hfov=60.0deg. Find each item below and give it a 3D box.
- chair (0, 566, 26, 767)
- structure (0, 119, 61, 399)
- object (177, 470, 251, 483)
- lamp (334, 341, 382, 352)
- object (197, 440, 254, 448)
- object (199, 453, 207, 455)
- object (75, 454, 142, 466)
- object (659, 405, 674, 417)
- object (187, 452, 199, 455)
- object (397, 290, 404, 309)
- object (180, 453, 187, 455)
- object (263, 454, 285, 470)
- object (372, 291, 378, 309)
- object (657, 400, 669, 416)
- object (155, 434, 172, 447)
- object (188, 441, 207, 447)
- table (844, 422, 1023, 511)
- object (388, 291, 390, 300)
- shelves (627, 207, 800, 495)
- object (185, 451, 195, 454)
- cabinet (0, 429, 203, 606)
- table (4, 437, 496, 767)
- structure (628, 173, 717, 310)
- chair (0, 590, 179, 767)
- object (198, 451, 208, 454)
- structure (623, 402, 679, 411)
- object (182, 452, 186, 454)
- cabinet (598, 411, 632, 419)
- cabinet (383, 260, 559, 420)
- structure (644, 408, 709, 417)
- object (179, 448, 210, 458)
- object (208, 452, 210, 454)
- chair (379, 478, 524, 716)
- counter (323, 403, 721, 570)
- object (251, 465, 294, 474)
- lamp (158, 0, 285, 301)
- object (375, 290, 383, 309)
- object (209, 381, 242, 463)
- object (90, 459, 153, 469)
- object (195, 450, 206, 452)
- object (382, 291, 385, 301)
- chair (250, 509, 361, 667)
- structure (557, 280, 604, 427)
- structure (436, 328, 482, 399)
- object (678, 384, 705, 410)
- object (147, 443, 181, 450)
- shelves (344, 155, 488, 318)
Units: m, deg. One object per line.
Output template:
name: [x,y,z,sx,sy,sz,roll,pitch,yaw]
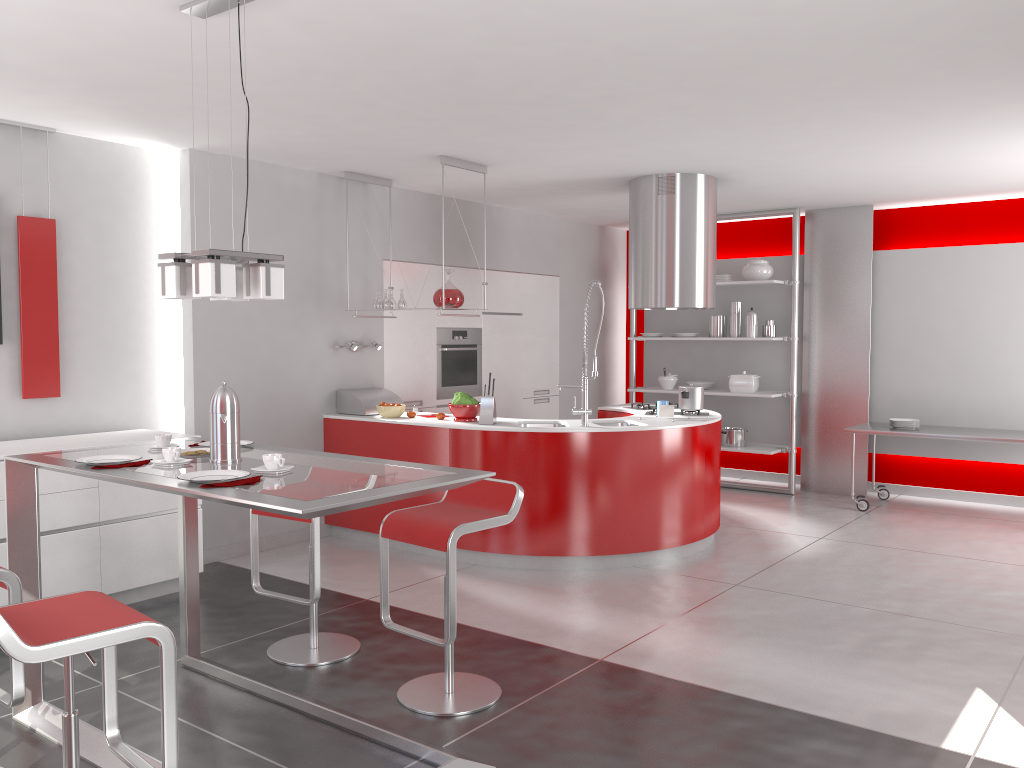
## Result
chair: [-1.811,0.871,2.733,0.418,0.857,0.460,3,4,40]
structure: [-2.810,-0.659,4.678,0.040,1.503,0.820,2,4,37]
object: [-0.925,0.290,2.756,0.217,0.015,0.217,-2,4,-29]
lamp: [-1.111,-0.276,6.540,0.155,0.081,0.454,2,4,37]
object: [-1.153,0.246,3.573,0.217,0.015,0.217,-1,3,-16]
object: [-1.143,0.262,3.295,0.036,0.006,0.034,-2,4,-31]
object: [-1.419,0.270,3.124,0.217,0.015,0.217,1,3,13]
object: [1.043,0.181,6.002,0.100,0.080,0.109,0,3,7]
object: [-1.179,0.257,3.277,0.036,0.006,0.034,-3,4,-41]
object: [-0.788,-0.596,6.319,0.060,0.141,0.060,2,4,37]
object: [-1.218,0.262,3.296,0.036,0.006,0.034,1,3,16]
object: [-0.785,0.258,2.913,0.062,0.049,0.078,-2,4,-30]
object: [-0.973,-0.598,6.361,0.060,0.141,0.060,2,4,37]
object: [1.043,0.165,6.132,0.080,0.100,0.109,1,3,10]
object: [-1.385,0.226,3.513,0.078,0.049,0.062,2,4,37]
object: [-1.258,0.243,3.661,0.095,0.012,0.234,2,4,37]
table: [3.605,0.719,7.152,1.627,0.682,0.749,2,4,38]
object: [-0.881,-0.598,6.359,0.060,0.141,0.060,2,4,37]
shelves: [1.892,-0.314,8.523,1.735,2.599,0.535,2,4,37]
object: [-1.201,0.255,3.312,0.034,0.006,0.036,-1,3,-16]
cabinet: [-2.560,0.762,4.542,0.610,0.880,1.802,2,4,37]
table: [-0.971,0.778,3.129,1.700,1.000,0.800,2,4,37]
structure: [1.200,-1.037,6.634,0.644,0.958,0.644,0,3,4]
chair: [-1.141,0.897,2.249,0.418,0.857,0.460,3,4,45]
object: [-1.154,0.256,3.310,0.034,0.006,0.036,-2,4,-29]
structure: [1.138,0.172,6.955,0.457,0.037,0.303,-1,3,-23]
object: [-1.217,0.260,3.338,0.036,0.006,0.034,1,3,21]
cabinet: [0.003,0.624,6.493,1.875,0.761,1.025,0,3,-7]
cabinet: [-0.501,0.002,7.987,0.614,2.026,2.398,2,4,37]
structure: [1.196,0.201,6.425,0.457,0.037,0.303,1,3,12]
object: [-1.187,0.260,3.313,0.217,0.015,0.217,-1,3,-15]
object: [-1.147,0.260,3.340,0.036,0.006,0.034,2,4,37]
chair: [-0.239,0.825,3.577,0.418,0.857,0.460,3,4,42]
counter: [0.192,0.667,6.298,2.865,0.880,1.868,-1,3,-19]
object: [-0.789,0.282,2.921,0.119,0.016,0.119,1,3,17]
lamp: [-1.014,-0.809,3.077,0.304,1.025,0.304,2,4,37]
object: [-0.937,-0.593,6.272,0.060,0.141,0.060,1,3,14]
object: [-1.036,0.131,3.175,0.113,0.287,0.149,-3,4,-45]
object: [-1.311,0.276,3.038,0.095,0.012,0.234,2,4,36]
object: [-1.176,0.254,3.347,0.034,0.006,0.036,1,3,26]
object: [-0.929,-0.602,6.435,0.060,0.141,0.060,2,4,37]
chair: [-0.901,0.798,4.087,0.418,0.857,0.460,2,4,33]
structure: [0.452,-0.196,5.582,0.308,0.920,0.178,-1,3,-9]
structure: [-0.431,-0.179,7.546,0.050,0.589,0.599,2,4,37]
object: [1.293,0.092,6.395,0.189,0.185,0.218,0,3,-1]
object: [-1.379,0.250,3.510,0.119,0.016,0.119,-2,4,-33]
shelves: [-0.671,-0.977,6.154,0.934,1.023,0.462,2,4,37]
